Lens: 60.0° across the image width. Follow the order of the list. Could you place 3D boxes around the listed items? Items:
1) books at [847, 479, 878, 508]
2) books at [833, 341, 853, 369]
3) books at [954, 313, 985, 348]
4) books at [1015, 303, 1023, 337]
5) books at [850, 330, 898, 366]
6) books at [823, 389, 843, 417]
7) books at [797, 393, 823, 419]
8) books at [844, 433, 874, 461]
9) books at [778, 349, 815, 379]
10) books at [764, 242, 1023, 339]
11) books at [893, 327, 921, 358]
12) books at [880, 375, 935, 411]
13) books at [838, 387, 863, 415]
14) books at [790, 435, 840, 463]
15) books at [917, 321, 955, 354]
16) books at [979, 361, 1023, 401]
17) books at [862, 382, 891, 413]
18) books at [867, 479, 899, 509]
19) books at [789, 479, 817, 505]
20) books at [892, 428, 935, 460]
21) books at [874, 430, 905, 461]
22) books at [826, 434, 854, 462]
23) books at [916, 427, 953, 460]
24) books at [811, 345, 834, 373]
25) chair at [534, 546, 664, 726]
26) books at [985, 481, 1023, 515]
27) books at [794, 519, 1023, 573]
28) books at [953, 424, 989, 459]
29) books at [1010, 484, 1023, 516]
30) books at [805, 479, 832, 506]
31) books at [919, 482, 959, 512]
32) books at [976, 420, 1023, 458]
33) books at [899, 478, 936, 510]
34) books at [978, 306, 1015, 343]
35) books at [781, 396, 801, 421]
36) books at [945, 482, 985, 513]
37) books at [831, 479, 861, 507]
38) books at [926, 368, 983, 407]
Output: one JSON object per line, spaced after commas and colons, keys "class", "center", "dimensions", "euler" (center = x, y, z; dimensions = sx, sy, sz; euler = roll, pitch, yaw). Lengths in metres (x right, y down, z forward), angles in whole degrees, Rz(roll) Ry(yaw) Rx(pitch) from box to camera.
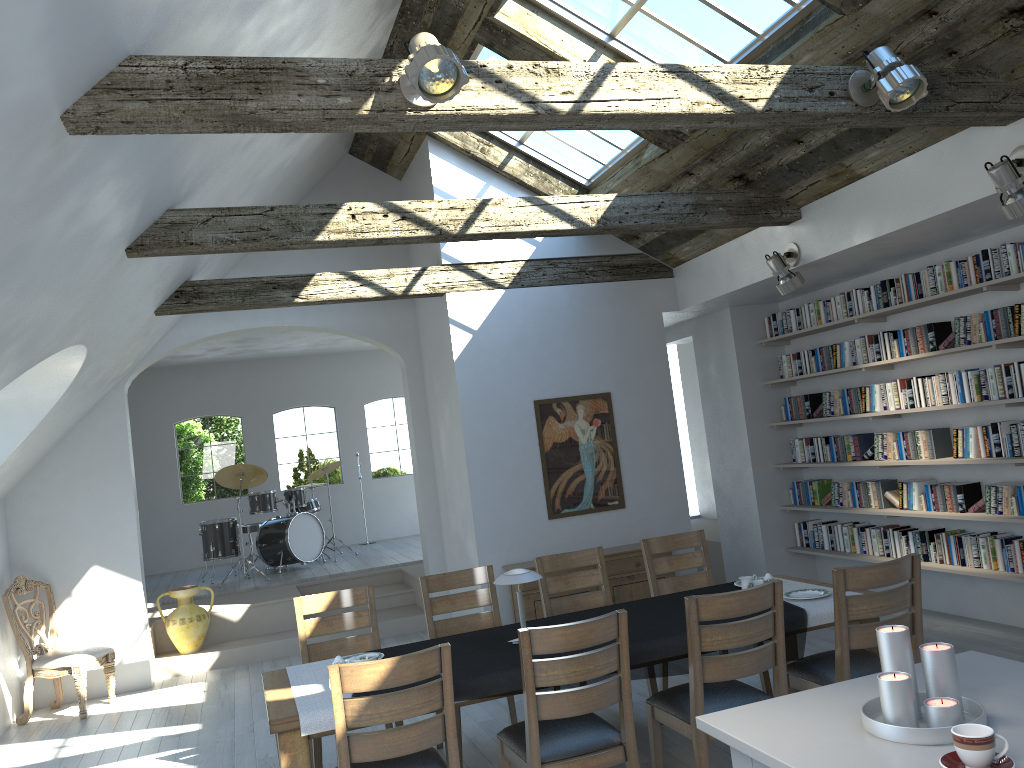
{"class": "books", "center": [3.016, 0.934, 7.553], "dimensions": [0.209, 0.220, 0.278], "euler": [-6, -4, -19]}
{"class": "books", "center": [2.883, -0.250, 7.582], "dimensions": [0.189, 0.228, 0.249], "euler": [-6, -4, -18]}
{"class": "books", "center": [3.287, -0.382, 6.295], "dimensions": [0.189, 0.228, 0.249], "euler": [-6, -4, -18]}
{"class": "books", "center": [3.441, -0.433, 5.806], "dimensions": [0.189, 0.228, 0.249], "euler": [-6, -4, -18]}
{"class": "books", "center": [2.997, -0.292, 7.226], "dimensions": [0.214, 0.237, 0.490], "euler": [-6, -4, -18]}
{"class": "books", "center": [2.862, 0.164, 7.777], "dimensions": [0.189, 0.228, 0.249], "euler": [-6, -4, -18]}
{"class": "books", "center": [2.778, 0.195, 8.045], "dimensions": [0.189, 0.224, 0.345], "euler": [-6, -4, -18]}
{"class": "books", "center": [2.999, 0.531, 7.472], "dimensions": [0.189, 0.224, 0.345], "euler": [-6, -4, -18]}
{"class": "books", "center": [2.689, -0.182, 8.207], "dimensions": [0.214, 0.220, 0.490], "euler": [-6, -4, -18]}
{"class": "books", "center": [2.977, -0.692, 7.173], "dimensions": [0.242, 0.237, 2.981], "euler": [-6, -4, -18]}
{"class": "books", "center": [3.112, -0.321, 6.859], "dimensions": [0.209, 0.220, 0.278], "euler": [-6, -4, -19]}
{"class": "books", "center": [3.129, 0.070, 6.932], "dimensions": [0.214, 0.237, 0.490], "euler": [-6, -4, -18]}
{"class": "books", "center": [2.937, 0.141, 7.545], "dimensions": [0.209, 0.220, 0.278], "euler": [-6, -4, -19]}
{"class": "books", "center": [2.789, 0.601, 8.148], "dimensions": [0.214, 0.220, 0.490], "euler": [-6, -4, -18]}
{"class": "books", "center": [3.203, -0.351, 6.563], "dimensions": [0.189, 0.224, 0.345], "euler": [-6, -4, -18]}
{"class": "books", "center": [3.431, -0.030, 5.986], "dimensions": [0.242, 0.237, 0.494], "euler": [-6, -4, -18]}
{"class": "books", "center": [3.015, 0.112, 7.288], "dimensions": [0.189, 0.228, 0.249], "euler": [-6, -4, -18]}
{"class": "books", "center": [3.105, 0.905, 7.262], "dimensions": [0.189, 0.229, 0.343], "euler": [-6, -4, -18]}
{"class": "books", "center": [2.766, 1.018, 8.348], "dimensions": [0.209, 0.220, 0.278], "euler": [-6, -4, -19]}
{"class": "books", "center": [3.158, 0.477, 6.972], "dimensions": [0.209, 0.220, 0.278], "euler": [-6, -4, -19]}
{"class": "books", "center": [3.083, 0.500, 7.203], "dimensions": [0.189, 0.228, 0.249], "euler": [-6, -4, -18]}
{"class": "books", "center": [2.908, 0.561, 7.768], "dimensions": [0.209, 0.220, 0.278], "euler": [-6, -4, -19]}
{"class": "books", "center": [3.220, 0.455, 6.766], "dimensions": [0.189, 0.220, 0.156], "euler": [-6, -4, -18]}
{"class": "books", "center": [2.804, -0.221, 7.839], "dimensions": [0.209, 0.220, 0.278], "euler": [-6, -4, -19]}
{"class": "chair", "center": [0.498, 1.546, 5.406], "dimensions": [0.514, 1.006, 0.605], "euler": [-6, -4, -18]}
{"class": "books", "center": [3.446, 0.805, 6.180], "dimensions": [0.189, 0.228, 0.249], "euler": [-6, -4, -18]}
{"class": "books", "center": [3.222, 1.262, 7.036], "dimensions": [0.242, 0.237, 2.981], "euler": [-6, -4, -18]}
{"class": "books", "center": [3.332, 0.416, 6.408], "dimensions": [0.189, 0.228, 0.249], "euler": [-6, -4, -18]}
{"class": "books", "center": [3.521, 0.781, 5.949], "dimensions": [0.209, 0.220, 0.278], "euler": [-6, -4, -19]}
{"class": "books", "center": [2.855, 0.986, 8.057], "dimensions": [0.189, 0.224, 0.345], "euler": [-6, -4, -18]}
{"class": "books", "center": [3.271, 0.865, 6.745], "dimensions": [0.209, 0.220, 0.278], "euler": [-6, -4, -19]}
{"class": "books", "center": [3.820, 0.244, 4.876], "dimensions": [0.242, 0.237, 2.981], "euler": [-6, -4, -18]}
{"class": "books", "center": [3.190, 0.868, 6.989], "dimensions": [0.189, 0.228, 0.249], "euler": [-6, -4, -18]}
{"class": "books", "center": [3.362, -0.405, 6.063], "dimensions": [0.209, 0.220, 0.278], "euler": [-6, -4, -19]}
{"class": "books", "center": [2.687, 0.224, 8.341], "dimensions": [0.209, 0.220, 0.278], "euler": [-6, -4, -19]}
{"class": "books", "center": [3.362, 0.835, 6.449], "dimensions": [0.189, 0.224, 0.345], "euler": [-6, -4, -18]}
{"class": "books", "center": [2.940, 0.958, 7.785], "dimensions": [0.189, 0.228, 0.249], "euler": [-6, -4, -18]}
{"class": "books", "center": [3.283, 0.019, 6.458], "dimensions": [0.242, 0.237, 0.494], "euler": [-6, -4, -18]}
